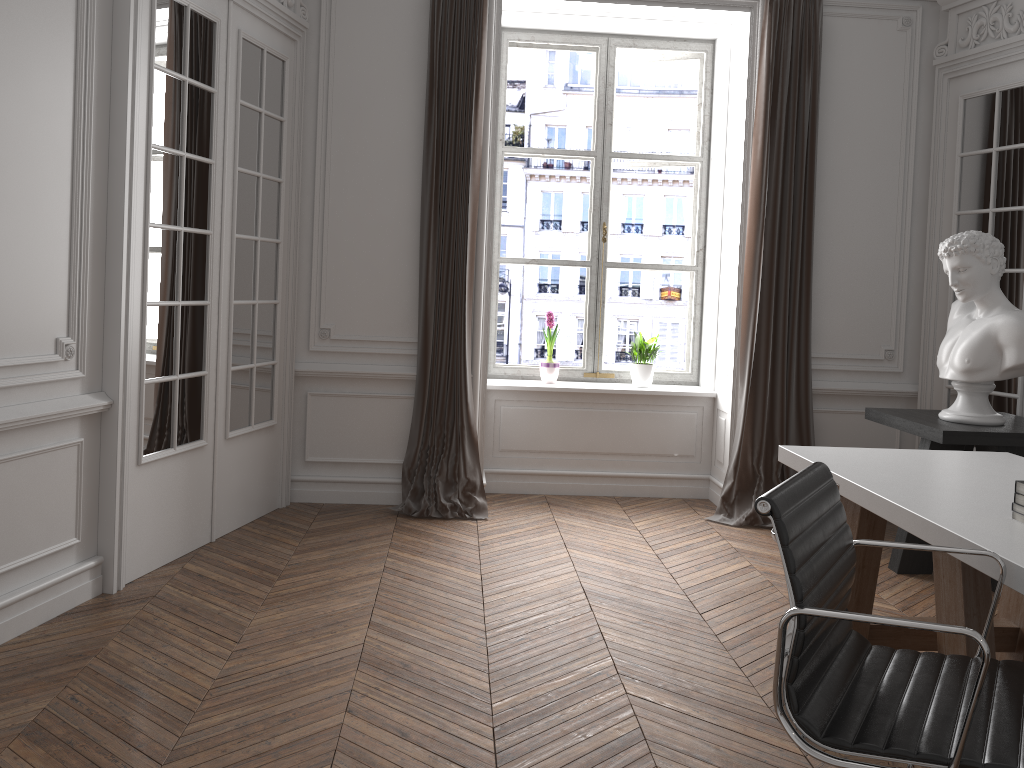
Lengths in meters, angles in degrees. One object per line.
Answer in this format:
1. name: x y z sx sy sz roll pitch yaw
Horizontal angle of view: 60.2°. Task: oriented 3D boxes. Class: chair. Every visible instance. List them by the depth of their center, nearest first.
1. chair: 0.819 0.684 1.758 0.669 0.921 0.695 4 3 22

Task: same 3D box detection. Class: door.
1. door: -1.430 -0.582 4.302 0.086 2.730 1.568 3 3 12
2. door: 2.755 -0.437 4.561 0.085 2.730 1.571 2 3 -19

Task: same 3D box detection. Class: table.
1. table: 1.519 0.765 2.074 0.900 0.746 2.635 2 6 -4
2. table: 2.253 0.552 4.326 0.767 0.748 0.771 2 4 -4

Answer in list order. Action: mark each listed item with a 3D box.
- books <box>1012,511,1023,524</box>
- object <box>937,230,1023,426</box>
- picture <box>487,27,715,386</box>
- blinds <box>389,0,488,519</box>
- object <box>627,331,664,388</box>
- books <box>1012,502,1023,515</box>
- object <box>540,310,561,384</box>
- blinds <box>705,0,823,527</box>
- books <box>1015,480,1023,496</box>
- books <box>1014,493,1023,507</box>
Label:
1. books: 1.436 0.359 2.230 0.242 0.022 0.192 2 6 -2
2. object: 2.250 -0.276 4.250 0.392 0.922 0.636 2 3 -4
3. picture: 0.938 -1.086 2.205 13.194 4.792 13.303 1 6 -11
4. blinds: -0.355 -0.817 5.006 0.580 3.096 0.311 2 2 2
5. object: 0.862 -0.164 5.764 0.215 0.368 0.285 1 4 -25
6. books: 1.446 0.337 2.222 0.258 0.022 0.213 2 6 -4
7. object: 0.251 -0.241 5.764 0.129 0.475 0.130 1 3 -43
8. blinds: 1.577 -0.746 5.088 0.777 3.095 0.343 2 2 -9
9. books: 1.448 0.282 2.222 0.258 0.032 0.192 2 6 -6
10. books: 1.438 0.311 2.224 0.239 0.028 0.192 2 6 -6
